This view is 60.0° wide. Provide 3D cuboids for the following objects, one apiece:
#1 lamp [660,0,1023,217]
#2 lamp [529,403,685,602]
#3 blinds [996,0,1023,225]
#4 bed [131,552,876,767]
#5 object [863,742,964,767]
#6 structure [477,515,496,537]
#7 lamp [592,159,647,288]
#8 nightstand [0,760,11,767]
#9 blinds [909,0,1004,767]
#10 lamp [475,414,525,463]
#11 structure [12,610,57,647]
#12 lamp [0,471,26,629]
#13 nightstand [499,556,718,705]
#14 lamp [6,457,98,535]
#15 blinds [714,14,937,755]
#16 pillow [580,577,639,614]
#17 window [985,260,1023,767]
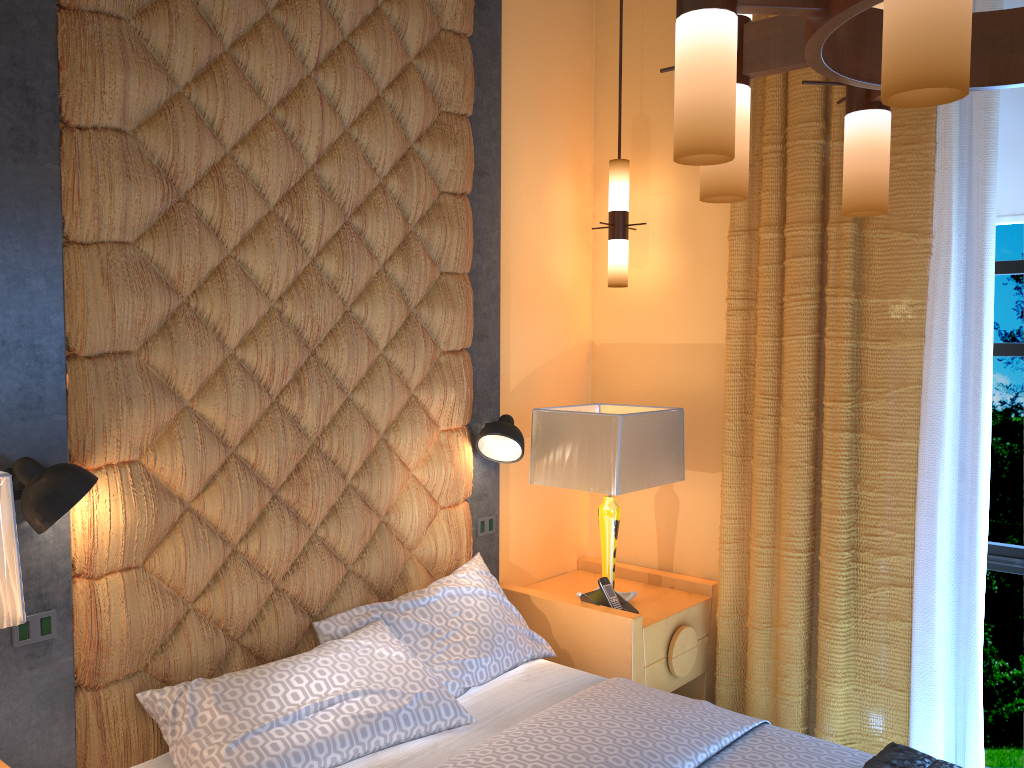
[{"bbox_3d":[0.760,-1.406,1.250,1.141,2.171,1.140,-1,4,-27],"label":"lamp"},{"bbox_3d":[0.387,0.497,3.571,0.424,0.803,0.505,3,4,40],"label":"lamp"},{"bbox_3d":[2.046,-1.002,2.959,1.199,0.874,0.013,3,4,40],"label":"blinds"},{"bbox_3d":[0.091,1.122,2.315,2.105,0.825,1.887,3,4,40],"label":"bed"},{"bbox_3d":[0.705,1.044,1.782,0.405,0.105,1.460,3,3,40],"label":"object"},{"bbox_3d":[-0.106,0.567,3.550,0.016,0.071,0.103,3,4,40],"label":"structure"},{"bbox_3d":[0.454,-0.680,3.775,0.199,0.532,0.199,0,4,-5],"label":"lamp"},{"bbox_3d":[-1.289,1.253,1.722,0.720,0.701,0.708,3,4,40],"label":"nightstand"},{"bbox_3d":[1.801,-0.475,2.793,2.049,4.081,0.236,3,5,38],"label":"blinds"},{"bbox_3d":[0.141,0.230,3.454,0.568,0.218,0.231,0,3,-2],"label":"lamp"},{"bbox_3d":[-1.212,0.618,2.248,0.016,0.071,0.103,3,4,40],"label":"structure"},{"bbox_3d":[-1.272,0.572,1.686,0.424,0.803,0.505,3,4,40],"label":"lamp"},{"bbox_3d":[0.405,1.179,3.717,0.720,0.691,0.680,3,4,40],"label":"nightstand"},{"bbox_3d":[-1.125,0.268,2.162,0.214,0.190,0.185,-1,3,-22],"label":"lamp"},{"bbox_3d":[1.777,-0.494,2.703,2.449,4.152,0.134,3,5,40],"label":"blinds"},{"bbox_3d":[1.004,1.009,2.332,1.147,0.407,2.625,0,3,-8],"label":"pillow"},{"bbox_3d":[2.047,0.060,3.037,1.199,3.004,0.130,3,5,40],"label":"window"}]
